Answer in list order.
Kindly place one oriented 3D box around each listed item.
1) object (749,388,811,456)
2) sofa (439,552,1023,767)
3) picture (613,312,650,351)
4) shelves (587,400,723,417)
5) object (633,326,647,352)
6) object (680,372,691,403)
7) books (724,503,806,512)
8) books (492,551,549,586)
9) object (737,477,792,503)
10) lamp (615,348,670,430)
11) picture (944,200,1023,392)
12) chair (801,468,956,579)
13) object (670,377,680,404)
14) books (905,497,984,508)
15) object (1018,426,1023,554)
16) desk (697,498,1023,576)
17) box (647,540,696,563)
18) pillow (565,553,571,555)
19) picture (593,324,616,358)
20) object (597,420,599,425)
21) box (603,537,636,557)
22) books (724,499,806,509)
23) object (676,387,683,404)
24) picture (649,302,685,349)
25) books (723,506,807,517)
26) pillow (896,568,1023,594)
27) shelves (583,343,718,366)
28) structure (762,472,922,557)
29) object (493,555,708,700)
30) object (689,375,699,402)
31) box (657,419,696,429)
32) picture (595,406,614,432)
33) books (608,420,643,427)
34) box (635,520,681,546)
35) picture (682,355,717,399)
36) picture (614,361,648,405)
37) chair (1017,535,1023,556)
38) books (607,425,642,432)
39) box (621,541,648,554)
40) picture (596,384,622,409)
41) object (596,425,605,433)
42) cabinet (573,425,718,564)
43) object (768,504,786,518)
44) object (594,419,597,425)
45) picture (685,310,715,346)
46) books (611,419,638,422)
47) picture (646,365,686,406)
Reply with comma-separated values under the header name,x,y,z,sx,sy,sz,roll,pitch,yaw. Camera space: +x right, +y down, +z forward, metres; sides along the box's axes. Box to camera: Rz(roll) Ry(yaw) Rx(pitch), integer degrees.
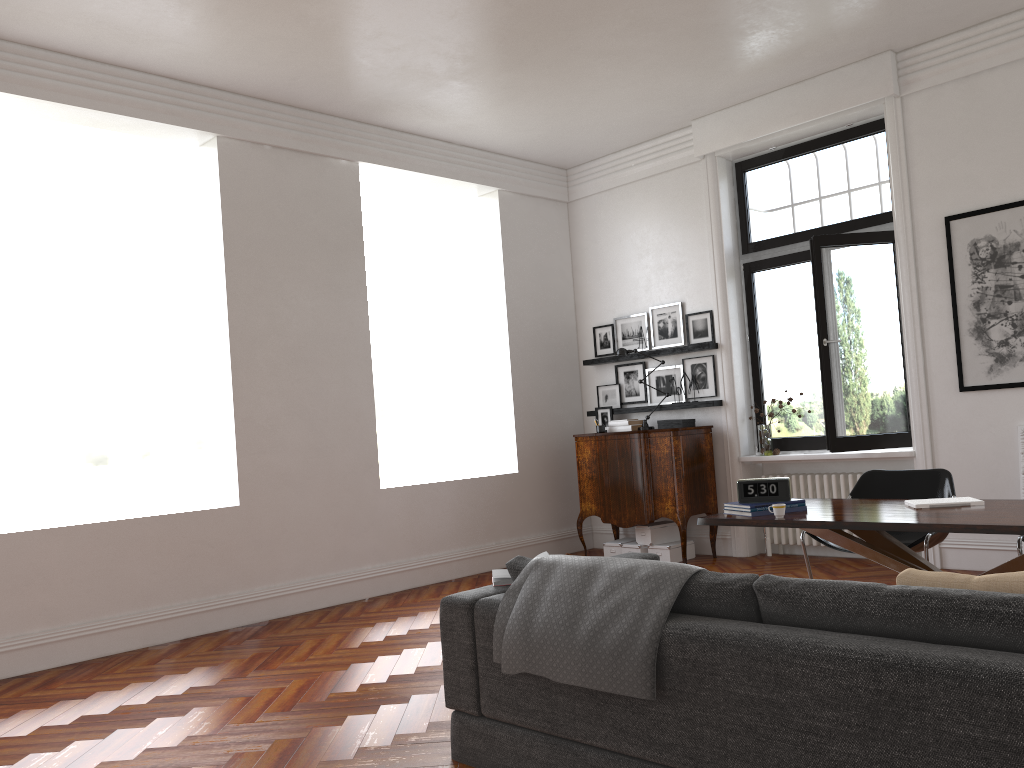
name,x,y,z,sx,sy,sz,roll,pitch,yaw
object,2.381,0.331,7.882,0.542,0.599,0.317,-5,-2,16
sofa,1.085,1.003,3.048,1.261,0.828,2.648,-2,-4,-44
picture,1.189,-0.498,8.811,0.020,0.367,0.416,-2,-3,-44
shelves,1.347,0.240,8.583,0.156,0.055,1.516,-1,-4,-44
object,1.252,-0.431,8.666,0.040,0.260,0.174,-2,-3,-44
object,1.631,0.032,8.310,0.040,0.298,0.118,-2,-3,-44
books,1.358,0.657,4.772,0.344,0.017,0.250,-3,-3,-19
books,0.053,0.784,3.778,0.278,0.096,0.225,-4,-3,-3
object,1.347,0.569,4.742,0.275,0.125,0.082,-5,-2,19
lamp,1.244,0.041,8.426,0.491,0.802,0.174,-4,-2,10
picture,3.616,-0.637,6.345,0.035,1.322,0.884,-2,-3,-44
chair,2.253,0.973,5.303,0.745,0.872,0.753,-2,-3,-44
object,1.536,0.062,8.396,0.040,0.260,0.124,-2,-3,-44
books,2.210,0.609,4.541,0.325,0.026,0.231,-5,-3,11
object,3.894,0.796,5.988,0.233,1.061,0.831,-2,-3,-44
desk,2.147,0.984,4.275,1.029,0.751,2.229,-2,-4,-44
box,1.464,1.542,8.123,0.394,0.177,0.245,-1,-4,-44
pillow,0.370,0.891,3.677,0.330,0.396,0.470,-4,-3,-7
picture,0.943,-0.441,9.063,0.020,0.315,0.267,-2,-3,-44
object,0.834,0.401,8.488,0.046,0.139,0.010,-6,-2,43
box,1.078,1.591,8.519,0.209,0.177,0.394,-6,-4,41
books,1.357,0.640,4.772,0.344,0.017,0.250,-3,-3,-19
object,1.568,0.106,8.326,0.040,0.160,0.066,-2,-3,-44
picture,1.486,-0.556,8.504,0.020,0.408,0.370,-2,-3,-44
books,1.363,0.679,4.785,0.347,0.027,0.264,-3,-3,-19
pillow,1.379,0.728,2.504,0.225,0.460,0.486,-2,-3,-45
shelves,1.309,-0.282,8.599,0.158,0.055,1.516,-1,-4,-44
structure,2.796,1.154,7.597,0.225,0.778,1.455,-2,-3,-44
object,0.303,0.825,3.144,0.400,0.387,0.753,-2,-4,-44
object,1.700,0.044,8.280,0.040,0.262,0.110,-2,-3,-44
box,1.517,0.367,8.180,0.208,0.086,0.282,-1,-4,-44
picture,0.927,0.358,8.890,0.020,0.257,0.214,-2,-3,-44
books,1.098,0.376,8.499,0.254,0.044,0.239,-1,-4,-44
box,1.359,1.379,8.221,0.394,0.177,0.209,-2,-3,-34
picture,1.746,-0.060,8.263,0.020,0.384,0.343,-2,-3,-44
picture,1.188,-0.003,8.833,0.020,0.406,0.374,-2,-3,-44
chair,3.072,0.870,4.463,0.745,0.872,0.753,-2,-3,-44
books,1.097,0.427,8.494,0.229,0.057,0.295,-1,-4,-44
box,1.249,1.567,8.299,0.394,0.177,0.245,-2,-3,-39
picture,0.987,0.134,9.008,0.020,0.253,0.300,-2,-3,-44
object,0.846,0.433,8.455,0.091,0.077,0.091,-5,-3,19
cabinet,1.227,1.044,8.318,0.640,1.217,1.267,-2,-3,-44
object,1.354,0.645,4.509,0.064,0.065,0.082,-3,-3,-24
object,0.812,0.396,8.476,0.010,0.119,0.050,-3,-3,-42
picture,1.746,-0.515,8.241,0.020,0.303,0.290,-2,-3,-44
books,1.078,0.348,8.487,0.179,0.014,0.201,-1,-4,-44
picture,1.480,0.017,8.535,0.020,0.365,0.434,-2,-3,-44
